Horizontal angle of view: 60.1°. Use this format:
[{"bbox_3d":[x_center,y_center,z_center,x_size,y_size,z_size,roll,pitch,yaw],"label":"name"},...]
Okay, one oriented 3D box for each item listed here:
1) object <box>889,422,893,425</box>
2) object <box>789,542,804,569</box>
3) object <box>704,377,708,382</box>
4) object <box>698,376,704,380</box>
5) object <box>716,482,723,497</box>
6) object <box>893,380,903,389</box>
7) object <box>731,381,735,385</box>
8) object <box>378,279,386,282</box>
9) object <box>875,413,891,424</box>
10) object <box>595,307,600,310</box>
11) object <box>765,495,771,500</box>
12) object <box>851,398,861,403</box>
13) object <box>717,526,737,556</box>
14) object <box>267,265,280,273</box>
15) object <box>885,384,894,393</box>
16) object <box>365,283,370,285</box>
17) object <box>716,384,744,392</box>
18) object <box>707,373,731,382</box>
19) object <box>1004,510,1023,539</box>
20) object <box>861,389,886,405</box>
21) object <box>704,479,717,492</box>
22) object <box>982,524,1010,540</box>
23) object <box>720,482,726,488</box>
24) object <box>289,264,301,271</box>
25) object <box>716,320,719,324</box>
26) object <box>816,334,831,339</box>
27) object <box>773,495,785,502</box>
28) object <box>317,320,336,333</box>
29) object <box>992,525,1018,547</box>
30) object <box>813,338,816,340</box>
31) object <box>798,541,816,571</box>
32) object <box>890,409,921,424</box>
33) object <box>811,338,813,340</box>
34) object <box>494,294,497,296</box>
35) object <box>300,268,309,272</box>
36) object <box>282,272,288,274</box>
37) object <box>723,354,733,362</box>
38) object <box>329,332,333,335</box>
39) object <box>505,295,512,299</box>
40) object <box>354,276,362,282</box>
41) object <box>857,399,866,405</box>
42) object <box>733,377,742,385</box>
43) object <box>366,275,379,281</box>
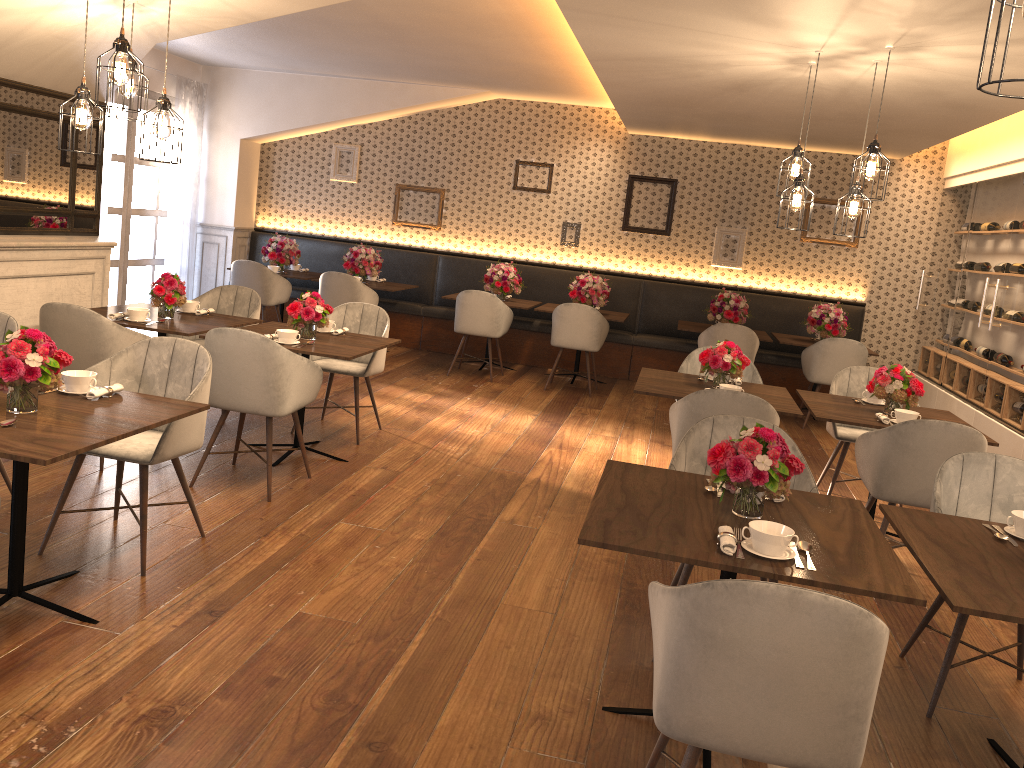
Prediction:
[{"bbox_3d":[2.016,0.192,4.735,0.025,0.024,0.194,8,10,10],"label":"object"},{"bbox_3d":[0.792,0.475,2.472,0.022,0.004,0.212,8,10,10],"label":"object"},{"bbox_3d":[1.198,-0.026,5.468,0.022,0.004,0.212,8,10,10],"label":"object"},{"bbox_3d":[1.166,-0.038,5.481,0.043,0.015,0.199,8,10,6],"label":"object"},{"bbox_3d":[0.714,0.360,3.049,0.022,0.004,0.212,8,10,10],"label":"object"},{"bbox_3d":[2.128,-0.001,4.917,0.048,0.052,0.077,5,9,-10],"label":"object"},{"bbox_3d":[1.356,-0.016,5.455,0.025,0.024,0.194,8,10,10],"label":"object"},{"bbox_3d":[-1.451,-1.154,9.866,0.056,0.039,0.177,8,10,10],"label":"object"},{"bbox_3d":[1.981,0.181,4.731,0.056,0.039,0.177,8,10,10],"label":"object"},{"bbox_3d":[0.907,-0.802,9.427,0.056,0.039,0.177,8,10,10],"label":"object"},{"bbox_3d":[0.871,0.370,3.036,0.025,0.024,0.194,8,10,10],"label":"object"},{"bbox_3d":[2.068,0.097,5.313,0.043,0.015,0.198,9,11,14],"label":"object"},{"bbox_3d":[0.602,0.434,2.479,0.056,0.039,0.177,8,10,10],"label":"object"},{"bbox_3d":[-2.547,-1.223,9.452,0.148,0.072,0.149,1,11,-32],"label":"object"},{"bbox_3d":[2.104,0.024,4.937,0.050,0.051,0.078,10,10,20],"label":"object"},{"bbox_3d":[-1.540,-1.047,9.287,0.043,0.015,0.198,9,11,14],"label":"object"},{"bbox_3d":[1.199,0.047,4.875,0.148,0.072,0.149,5,10,-12],"label":"object"},{"bbox_3d":[1.283,-0.053,5.476,0.148,0.072,0.149,5,10,-12],"label":"object"},{"bbox_3d":[1.694,0.468,2.890,0.148,0.072,0.149,5,10,-12],"label":"object"},{"bbox_3d":[2.178,0.081,5.309,0.148,0.072,0.149,5,10,-12],"label":"object"},{"bbox_3d":[0.681,0.349,3.062,0.043,0.015,0.199,8,10,6],"label":"object"},{"bbox_3d":[1.584,0.484,2.894,0.043,0.015,0.198,9,11,14],"label":"object"},{"bbox_3d":[0.799,0.334,3.057,0.148,0.072,0.149,5,10,-12],"label":"object"},{"bbox_3d":[-2.463,-1.323,10.052,0.148,0.072,0.149,1,11,-32],"label":"object"},{"bbox_3d":[2.190,-0.627,9.186,0.148,0.072,0.149,1,11,-32],"label":"object"},{"bbox_3d":[3.166,-0.481,9.005,0.148,0.072,0.149,-1,12,-37],"label":"object"},{"bbox_3d":[0.908,0.367,3.038,0.056,0.039,0.177,8,10,10],"label":"object"},{"bbox_3d":[-1.193,-0.367,5.630,0.148,0.072,0.149,3,10,-22],"label":"object"},{"bbox_3d":[1.609,0.494,2.883,0.022,0.004,0.212,8,10,10],"label":"object"},{"bbox_3d":[3.081,-0.454,8.998,0.022,0.004,0.212,8,10,10],"label":"object"},{"bbox_3d":[0.825,0.476,2.458,0.043,0.015,0.199,8,10,6],"label":"object"},{"bbox_3d":[2.094,0.181,4.709,0.148,0.072,0.149,5,10,-12],"label":"object"},{"bbox_3d":[3.056,-0.465,9.009,0.043,0.015,0.198,9,11,14],"label":"object"},{"bbox_3d":[-0.147,-0.976,9.621,0.148,0.072,0.149,1,11,-32],"label":"object"},{"bbox_3d":[-2.354,-1.290,10.034,0.056,0.039,0.177,8,10,10],"label":"object"},{"bbox_3d":[-2.443,-1.182,9.455,0.043,0.015,0.198,9,11,14],"label":"object"},{"bbox_3d":[1.234,-0.149,5.114,0.045,0.052,0.078,2,10,-27],"label":"object"},{"bbox_3d":[-1.120,-0.331,5.609,0.025,0.024,0.194,8,10,10],"label":"object"},{"bbox_3d":[-0.038,-0.943,9.603,0.056,0.039,0.177,8,10,10],"label":"object"},{"bbox_3d":[-1.643,-1.087,9.284,0.148,0.072,0.149,1,11,-32],"label":"object"},{"bbox_3d":[2.093,0.108,5.302,0.022,0.004,0.212,8,10,10],"label":"object"},{"bbox_3d":[1.392,-0.020,5.457,0.056,0.039,0.177,8,10,10],"label":"object"},{"bbox_3d":[-1.560,-1.188,9.884,0.148,0.072,0.149,1,11,-32],"label":"object"}]
